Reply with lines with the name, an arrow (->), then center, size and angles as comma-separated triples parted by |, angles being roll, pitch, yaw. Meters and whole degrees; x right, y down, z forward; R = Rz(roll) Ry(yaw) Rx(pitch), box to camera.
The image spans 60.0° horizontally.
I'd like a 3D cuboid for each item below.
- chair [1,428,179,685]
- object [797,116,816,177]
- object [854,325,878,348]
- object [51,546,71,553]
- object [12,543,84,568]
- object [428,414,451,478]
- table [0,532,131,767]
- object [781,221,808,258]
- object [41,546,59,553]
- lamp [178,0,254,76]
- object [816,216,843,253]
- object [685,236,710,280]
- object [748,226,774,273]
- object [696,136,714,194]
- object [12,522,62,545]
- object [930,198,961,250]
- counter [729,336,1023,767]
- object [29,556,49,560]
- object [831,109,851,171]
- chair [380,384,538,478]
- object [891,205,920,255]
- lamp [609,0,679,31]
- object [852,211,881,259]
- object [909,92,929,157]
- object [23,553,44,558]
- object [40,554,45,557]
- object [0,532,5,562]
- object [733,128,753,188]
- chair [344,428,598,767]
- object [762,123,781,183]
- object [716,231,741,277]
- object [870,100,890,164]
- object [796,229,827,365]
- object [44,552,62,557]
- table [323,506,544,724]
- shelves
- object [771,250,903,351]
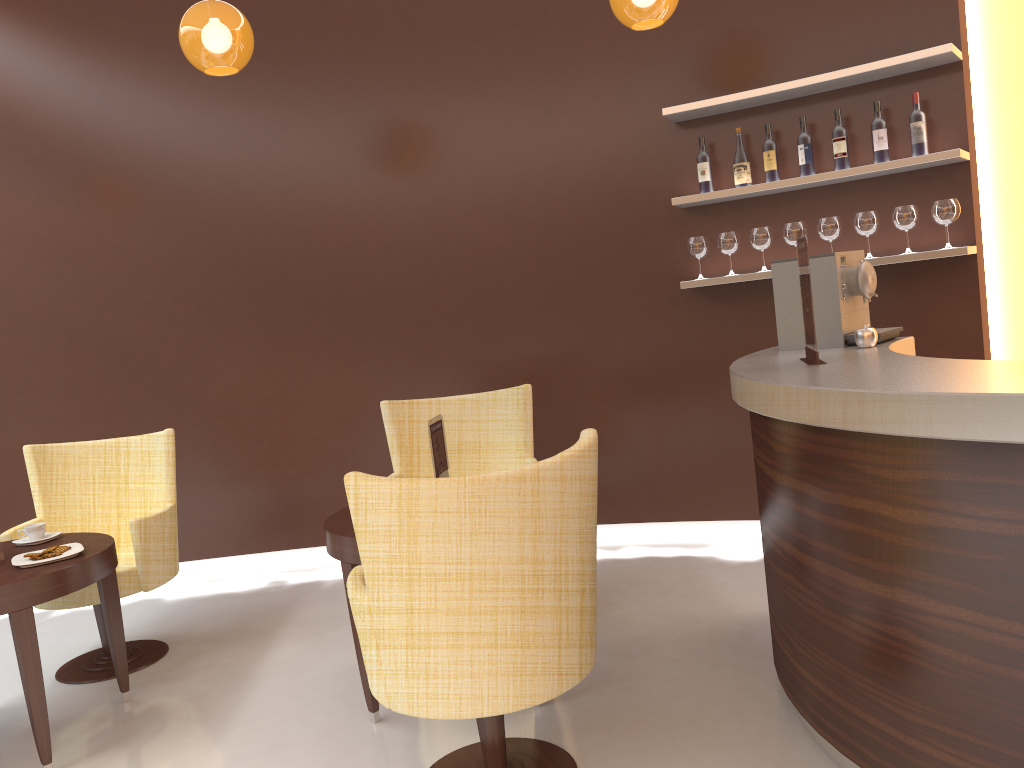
chair -> -1.876, 0.760, 4.059 | 0.729, 1.017, 0.685 | -7, 5, 1
object -> 1.418, -1.141, 4.286 | 0.073, 0.297, 0.073 | -6, 5, 7
object -> 1.222, -0.164, 3.061 | 0.075, 0.077, 0.075 | -10, 6, -33
object -> -1.666, 0.612, 3.276 | 0.055, 0.018, 0.052 | -5, 5, 22
object -> -1.692, 0.627, 3.236 | 0.234, 0.020, 0.234 | -10, 6, -31
object -> -0.267, 0.289, 3.315 | 0.042, 0.335, 0.209 | -6, 5, 12
table -> -1.893, 1.000, 3.281 | 0.874, 0.679, 0.872 | -2, 7, 44
object -> 1.396, -0.681, 4.361 | 0.125, 0.221, 0.125 | -5, 5, 23
object -> -1.711, 0.615, 3.285 | 0.054, 0.018, 0.051 | -7, 5, -4
lamp -> -1.299, -2.044, 3.630 | 0.299, 1.500, 0.299 | -9, 5, -24
object -> 1.539, -0.691, 4.281 | 0.125, 0.221, 0.125 | -5, 5, 23
object -> 0.965, -0.648, 4.581 | 0.125, 0.221, 0.125 | -5, 5, 23
object -> 1.254, -0.670, 4.440 | 0.125, 0.221, 0.125 | -5, 5, 23
object -> 0.977, -1.107, 4.502 | 0.073, 0.297, 0.073 | -6, 5, 7
object -> -1.911, 0.600, 3.565 | 0.153, 0.069, 0.153 | -5, 5, 20
object -> 1.962, -0.718, 4.003 | 0.125, 0.221, 0.125 | -5, 5, 23
counter -> 1.750, 0.445, 2.156 | 2.917, 1.100, 1.586 | -2, 7, 43
object -> -1.700, 0.625, 3.187 | 0.051, 0.018, 0.054 | -2, 7, 45
object -> 1.555, -1.151, 4.201 | 0.073, 0.297, 0.073 | -6, 5, 7
chair -> -0.219, 0.554, 4.133 | 0.729, 1.017, 0.685 | -6, 5, 5
object -> 1.826, -0.711, 4.104 | 0.125, 0.221, 0.125 | -5, 5, 23
lamp -> 0.486, -2.265, 3.699 | 0.299, 1.500, 0.299 | -9, 5, -24
object -> 1.682, -0.701, 4.194 | 0.125, 0.221, 0.125 | -5, 5, 23
object -> 1.839, -1.169, 4.016 | 0.073, 0.297, 0.073 | -6, 5, 7
object -> -1.730, 0.619, 3.207 | 0.055, 0.016, 0.052 | -7, 5, -3
object -> -1.720, 0.627, 3.238 | 0.054, 0.018, 0.051 | -8, 5, -15
object -> -1.997, 0.504, 3.236 | 0.209, 0.335, 0.042 | -9, 5, -27
object -> 1.148, -1.127, 4.437 | 0.086, 0.303, 0.086 | -9, 5, -23
chair -> -0.087, 0.675, 2.544 | 0.729, 1.017, 0.685 | -9, 5, -24
object -> 1.274, -1.131, 4.368 | 0.073, 0.297, 0.073 | -10, 6, -33
object -> 1.108, -0.659, 4.514 | 0.125, 0.221, 0.125 | -5, 5, 23
object -> 1.703, -1.160, 4.108 | 0.073, 0.297, 0.073 | -7, 5, -5
object -> 0.929, -0.277, 2.797 | 0.052, 0.414, 0.258 | -6, 5, 12
object -> -1.661, 0.618, 3.211 | 0.055, 0.014, 0.053 | -9, 5, -19
table -> -0.222, 0.793, 3.354 | 0.874, 0.679, 0.872 | -2, 7, 44
shelves -> 2.624, -1.028, 3.065 | 4.744, 0.902, 0.586 | -2, 7, 45
object -> 1.215, -0.317, 3.305 | 0.373, 0.340, 0.270 | -2, 7, 43
